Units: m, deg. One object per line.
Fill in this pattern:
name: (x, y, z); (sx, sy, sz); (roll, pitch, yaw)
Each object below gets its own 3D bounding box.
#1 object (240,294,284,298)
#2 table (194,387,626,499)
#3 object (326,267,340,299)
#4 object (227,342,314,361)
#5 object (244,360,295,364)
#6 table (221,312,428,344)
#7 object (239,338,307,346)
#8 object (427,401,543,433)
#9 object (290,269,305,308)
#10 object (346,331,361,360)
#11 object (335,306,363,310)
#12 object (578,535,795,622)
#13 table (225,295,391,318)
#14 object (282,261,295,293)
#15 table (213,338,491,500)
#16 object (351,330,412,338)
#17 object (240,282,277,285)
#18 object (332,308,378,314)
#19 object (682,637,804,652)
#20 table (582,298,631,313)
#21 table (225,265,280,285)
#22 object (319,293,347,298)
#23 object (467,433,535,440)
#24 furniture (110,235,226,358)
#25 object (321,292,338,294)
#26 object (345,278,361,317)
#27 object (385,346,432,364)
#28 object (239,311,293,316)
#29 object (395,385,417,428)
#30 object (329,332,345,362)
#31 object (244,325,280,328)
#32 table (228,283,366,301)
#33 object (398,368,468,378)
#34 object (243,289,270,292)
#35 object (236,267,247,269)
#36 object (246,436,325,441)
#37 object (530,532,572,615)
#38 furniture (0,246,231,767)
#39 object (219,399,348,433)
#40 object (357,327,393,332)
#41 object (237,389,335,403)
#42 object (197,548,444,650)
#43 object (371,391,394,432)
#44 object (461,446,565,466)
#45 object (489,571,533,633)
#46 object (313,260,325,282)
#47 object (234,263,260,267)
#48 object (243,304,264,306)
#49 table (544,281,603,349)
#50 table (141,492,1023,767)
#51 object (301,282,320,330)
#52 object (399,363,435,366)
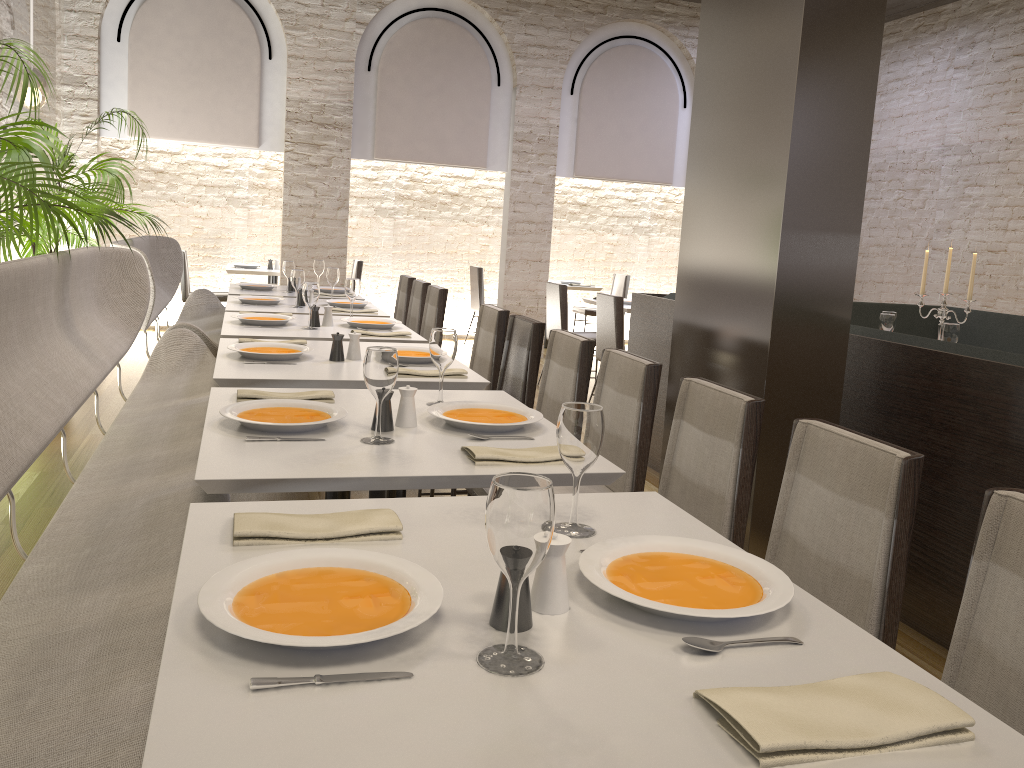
object: (-1.650, -0.571, 5.837); (0.273, 0.033, 0.143); (1, 10, -17)
table: (-0.355, 0.480, 2.423); (0.936, 0.756, 1.016); (1, 9, -17)
object: (-1.192, -0.656, 5.888); (0.086, 0.229, 0.086); (5, 8, 12)
object: (-0.926, -0.121, 3.402); (0.322, 0.036, 0.323); (-4, 12, -39)
object: (-0.878, -0.078, 3.228); (0.185, 0.010, 0.017); (1, 9, -17)
table: (-1.015, 0.072, 4.592); (0.936, 0.756, 1.016); (1, 9, -17)
object: (-1.008, -0.175, 3.732); (0.273, 0.033, 0.143); (1, 10, -17)
object: (-0.074, 0.095, 2.449); (0.322, 0.036, 0.323); (-4, 12, -39)
object: (-1.305, -0.579, 5.384); (0.086, 0.229, 0.086); (5, 8, 12)
object: (-0.617, -0.152, 3.469); (0.059, 0.109, 0.060); (0, 9, -25)
object: (-1.006, -0.469, 5.489); (0.181, 0.015, 0.038); (1, 10, -16)
object: (0.261, 0.302, 1.349); (0.322, 0.036, 0.323); (-3, 12, -34)
table: (-1.334, -0.124, 5.637); (0.936, 0.756, 1.016); (1, 9, -17)
object: (-1.630, -0.780, 6.452); (0.086, 0.229, 0.086); (5, 8, 12)
table: (-0.693, 0.272, 3.532); (0.936, 0.756, 1.016); (1, 9, -17)
object: (-0.633, -0.242, 4.278); (0.273, 0.033, 0.143); (1, 10, -17)
object: (-1.979, -0.774, 6.917); (0.273, 0.033, 0.143); (1, 10, -17)
object: (-0.952, -0.439, 5.323); (0.273, 0.033, 0.143); (1, 10, -17)
object: (0.308, 0.342, 1.174); (0.181, 0.015, 0.038); (1, 10, -16)
table: (1.196, -0.314, 7.752); (0.936, 0.756, 1.016); (1, 9, -17)
table: (-2.556, -0.840, 9.417); (0.936, 0.756, 1.016); (1, 9, -17)
object: (-1.281, -0.642, 6.403); (0.273, 0.033, 0.143); (1, 10, -17)
object: (-0.027, 0.135, 2.275); (0.181, 0.015, 0.038); (1, 10, -16)
furniture: (-2.246, -0.425, 6.059); (0.707, 1.091, 2.600); (1, 9, -17)
object: (-1.335, -0.672, 6.569); (0.181, 0.015, 0.038); (1, 10, -16)
object: (-0.876, -0.461, 4.849); (0.086, 0.229, 0.086); (5, 8, 12)
object: (-0.412, -0.114, 3.558); (0.322, 0.036, 0.323); (-4, 12, -39)
object: (-1.331, -0.374, 4.791); (0.273, 0.033, 0.143); (1, 10, -17)
object: (-0.279, 0.057, 2.359); (0.059, 0.109, 0.060); (0, 9, -25)
object: (-0.671, -0.145, 3.405); (0.059, 0.109, 0.060); (0, 9, -25)
object: (-1.201, -0.278, 4.287); (0.185, 0.010, 0.017); (1, 9, -17)
table: (-1.663, -0.327, 6.717); (0.936, 0.756, 1.016); (1, 9, -17)
object: (-0.310, -0.043, 3.218); (0.273, 0.033, 0.143); (1, 10, -17)
object: (-1.849, -0.677, 6.413); (0.185, 0.010, 0.017); (1, 9, -17)
object: (-2.741, -1.189, 9.113); (0.185, 0.010, 0.017); (1, 9, -17)
object: (-0.540, 0.130, 2.118); (0.185, 0.010, 0.017); (1, 9, -17)
object: (0.056, 0.264, 1.259); (0.059, 0.109, 0.060); (0, 9, -25)
furniture: (-1.186, 0.230, 2.576); (0.708, 1.091, 4.502); (1, 10, -17)
object: (-0.588, 0.087, 2.292); (0.322, 0.036, 0.323); (-4, 12, -39)
object: (-0.688, -0.273, 4.444); (0.181, 0.015, 0.038); (1, 10, -16)
object: (-0.670, 0.034, 2.622); (0.273, 0.033, 0.143); (1, 10, -17)
object: (-0.253, 0.294, 1.192); (0.322, 0.036, 0.323); (-3, 12, -34)
object: (-0.333, 0.064, 2.295); (0.059, 0.109, 0.060); (0, 9, -25)
object: (0.027, 0.166, 2.109); (0.273, 0.033, 0.143); (1, 10, -17)
object: (0.002, 0.271, 1.195); (0.059, 0.109, 0.060); (0, 9, -25)
object: (-1.518, -0.857, 6.957); (0.086, 0.229, 0.086); (5, 8, 12)
object: (-2.872, -1.286, 9.617); (0.273, 0.033, 0.143); (1, 10, -17)
object: (-1.519, -0.474, 5.333); (0.185, 0.010, 0.017); (1, 9, -17)
table: (0.407, -0.799, 10.331); (0.936, 0.756, 1.016); (1, 9, -17)
table: (-0.019, 0.687, 1.322); (0.936, 0.756, 1.016); (1, 9, -17)
object: (-0.988, -0.384, 4.344); (0.086, 0.229, 0.086); (5, 8, 12)
object: (-0.365, -0.074, 3.384); (0.181, 0.015, 0.038); (1, 10, -16)
